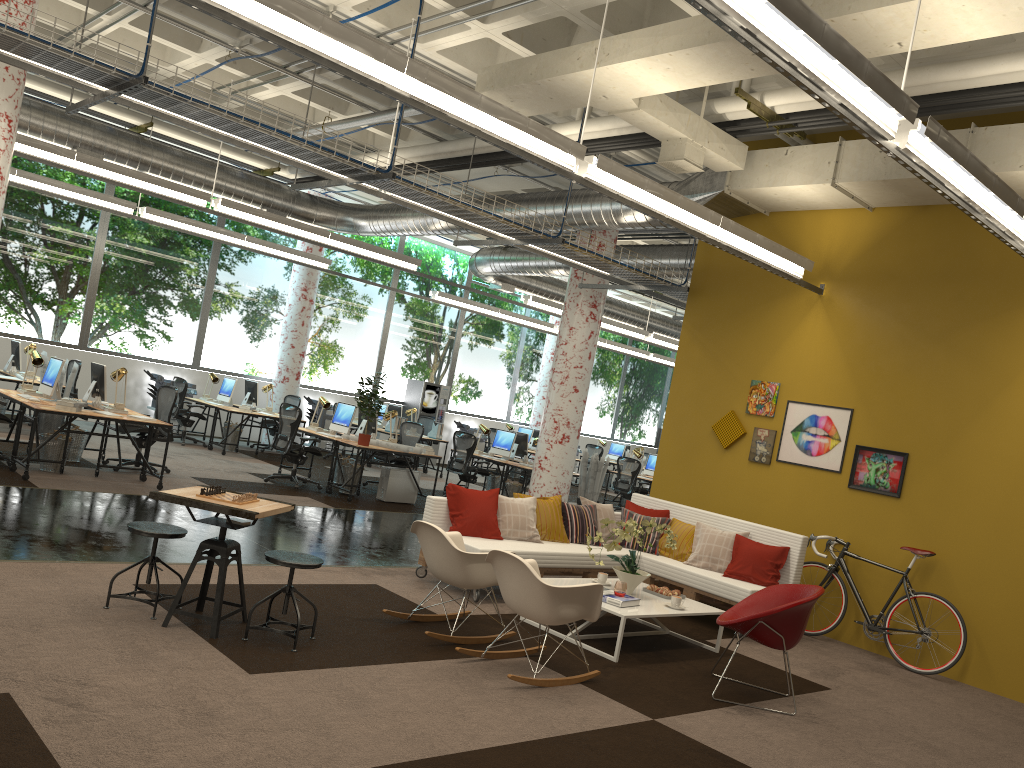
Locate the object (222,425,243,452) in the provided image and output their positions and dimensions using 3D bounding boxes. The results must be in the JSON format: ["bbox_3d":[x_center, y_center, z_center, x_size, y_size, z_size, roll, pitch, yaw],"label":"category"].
[{"bbox_3d":[-4.752,0.911,14.971,0.357,0.435,0.355,11,0,44],"label":"object"}]

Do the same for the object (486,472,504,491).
[{"bbox_3d":[-0.307,1.755,15.366,0.357,0.435,0.355,11,0,44],"label":"object"}]

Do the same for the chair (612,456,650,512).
[{"bbox_3d":[2.244,1.944,16.821,0.767,1.087,0.795,11,1,31],"label":"chair"}]

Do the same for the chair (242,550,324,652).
[{"bbox_3d":[-1.324,1.260,5.211,0.346,0.498,0.338,11,1,7],"label":"chair"}]

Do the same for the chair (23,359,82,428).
[{"bbox_3d":[-6.978,0.127,13.560,0.767,1.087,0.795,11,1,31],"label":"chair"}]

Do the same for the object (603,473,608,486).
[{"bbox_3d":[2.388,2.479,22.949,0.120,0.404,0.234,9,1,-42],"label":"object"}]

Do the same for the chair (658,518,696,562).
[{"bbox_3d":[1.646,1.534,8.599,0.518,0.382,0.368,10,0,44],"label":"chair"}]

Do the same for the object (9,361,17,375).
[{"bbox_3d":[-7.233,-0.234,12.854,0.101,0.209,0.101,11,1,2],"label":"object"}]

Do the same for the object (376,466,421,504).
[{"bbox_3d":[-1.570,1.407,12.336,0.544,0.455,0.220,11,0,-43],"label":"object"}]

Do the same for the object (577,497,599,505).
[{"bbox_3d":[1.172,2.027,14.049,0.353,0.399,0.353,11,0,2],"label":"object"}]

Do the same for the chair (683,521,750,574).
[{"bbox_3d":[1.916,1.544,8.292,0.524,0.428,0.313,10,0,26],"label":"chair"}]

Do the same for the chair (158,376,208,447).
[{"bbox_3d":[-5.430,0.450,14.765,0.767,1.087,0.795,11,1,31],"label":"chair"}]

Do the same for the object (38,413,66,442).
[{"bbox_3d":[-6.296,0.573,12.053,0.353,0.399,0.353,11,0,2],"label":"object"}]

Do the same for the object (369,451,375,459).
[{"bbox_3d":[-2.843,1.365,18.024,0.120,0.404,0.234,9,1,-42],"label":"object"}]

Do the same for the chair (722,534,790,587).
[{"bbox_3d":[2.208,1.611,7.990,0.517,0.395,0.336,10,0,25],"label":"chair"}]

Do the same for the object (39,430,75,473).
[{"bbox_3d":[-4.963,0.727,9.607,0.357,0.435,0.355,11,0,44],"label":"object"}]

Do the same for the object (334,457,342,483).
[{"bbox_3d":[-2.587,1.259,13.134,0.120,0.404,0.234,9,1,-42],"label":"object"}]

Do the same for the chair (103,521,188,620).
[{"bbox_3d":[-2.171,1.104,5.318,0.346,0.498,0.338,11,1,7],"label":"chair"}]

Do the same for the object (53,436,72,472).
[{"bbox_3d":[-4.905,0.753,9.657,0.120,0.404,0.234,9,1,-42],"label":"object"}]

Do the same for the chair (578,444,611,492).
[{"bbox_3d":[2.060,2.044,21.816,0.767,1.087,0.795,11,1,31],"label":"chair"}]

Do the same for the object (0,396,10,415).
[{"bbox_3d":[-7.775,0.301,13.370,0.357,0.435,0.355,11,0,44],"label":"object"}]

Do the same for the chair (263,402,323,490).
[{"bbox_3d":[-2.915,0.824,12.002,0.767,1.087,0.795,11,1,31],"label":"chair"}]

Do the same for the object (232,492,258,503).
[{"bbox_3d":[-1.569,0.659,5.214,0.056,0.053,0.251,11,-1,8],"label":"object"}]

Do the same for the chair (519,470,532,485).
[{"bbox_3d":[0.490,1.581,15.556,0.767,1.087,0.795,11,1,31],"label":"chair"}]

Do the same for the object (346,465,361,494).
[{"bbox_3d":[-2.179,1.312,12.258,0.120,0.404,0.234,9,1,-42],"label":"object"}]

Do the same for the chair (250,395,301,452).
[{"bbox_3d":[-4.241,0.710,16.136,0.767,1.087,0.795,11,1,31],"label":"chair"}]

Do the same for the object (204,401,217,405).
[{"bbox_3d":[-5.082,0.325,15.037,0.119,0.017,0.436,12,-2,-43],"label":"object"}]

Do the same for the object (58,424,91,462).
[{"bbox_3d":[-5.250,0.699,10.583,0.357,0.435,0.355,11,0,44],"label":"object"}]

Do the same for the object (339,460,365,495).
[{"bbox_3d":[-2.237,1.286,12.208,0.357,0.435,0.355,11,0,44],"label":"object"}]

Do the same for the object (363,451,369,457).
[{"bbox_3d":[-2.993,1.369,18.605,0.354,0.399,0.352,11,0,-23],"label":"object"}]

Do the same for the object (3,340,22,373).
[{"bbox_3d":[-7.390,-0.396,13.139,0.190,0.486,0.481,10,1,-43],"label":"object"}]

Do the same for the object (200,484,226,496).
[{"bbox_3d":[-1.766,0.623,5.240,0.056,0.053,0.250,11,-1,8],"label":"object"}]

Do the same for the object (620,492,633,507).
[{"bbox_3d":[2.423,2.382,18.535,0.353,0.399,0.353,11,0,2],"label":"object"}]

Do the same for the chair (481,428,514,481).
[{"bbox_3d":[-0.289,1.544,19.605,0.767,1.087,0.795,11,1,31],"label":"chair"}]

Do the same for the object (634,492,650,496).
[{"bbox_3d":[2.636,2.378,18.003,0.357,0.435,0.355,11,0,44],"label":"object"}]

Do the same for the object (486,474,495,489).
[{"bbox_3d":[-0.370,1.756,15.317,0.120,0.404,0.234,9,1,-42],"label":"object"}]

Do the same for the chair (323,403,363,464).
[{"bbox_3d":[-3.171,0.930,16.891,0.767,1.087,0.795,11,1,31],"label":"chair"}]

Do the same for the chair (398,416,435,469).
[{"bbox_3d":[-1.982,1.190,18.263,0.767,1.087,0.795,11,1,31],"label":"chair"}]

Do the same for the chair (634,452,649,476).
[{"bbox_3d":[3.249,2.304,23.188,0.767,1.087,0.795,11,1,31],"label":"chair"}]

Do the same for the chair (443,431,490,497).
[{"bbox_3d":[-0.699,1.321,14.184,0.767,1.087,0.795,11,1,31],"label":"chair"}]

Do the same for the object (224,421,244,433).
[{"bbox_3d":[-5.039,0.884,15.947,0.357,0.435,0.355,11,0,44],"label":"object"}]

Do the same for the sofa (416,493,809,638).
[{"bbox_3d":[0.920,1.518,7.808,2.869,0.932,2.008,12,-1,-43],"label":"sofa"}]

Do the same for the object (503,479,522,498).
[{"bbox_3d":[-0.020,1.782,14.390,0.357,0.435,0.355,11,0,44],"label":"object"}]

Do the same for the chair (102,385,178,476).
[{"bbox_3d":[-4.453,0.525,10.772,0.767,1.087,0.795,11,1,31],"label":"chair"}]

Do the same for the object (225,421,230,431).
[{"bbox_3d":[-5.102,0.884,15.897,0.120,0.404,0.234,9,1,-42],"label":"object"}]

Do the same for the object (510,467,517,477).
[{"bbox_3d":[0.039,1.979,20.737,0.120,0.404,0.234,9,1,-42],"label":"object"}]

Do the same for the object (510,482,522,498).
[{"bbox_3d":[0.038,1.808,14.441,0.120,0.404,0.234,9,1,-42],"label":"object"}]

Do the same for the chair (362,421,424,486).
[{"bbox_3d":[-1.726,1.084,13.373,0.767,1.087,0.795,11,1,31],"label":"chair"}]

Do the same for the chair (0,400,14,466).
[{"bbox_3d":[-5.642,0.265,9.401,0.767,1.087,0.795,11,1,31],"label":"chair"}]

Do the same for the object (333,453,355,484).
[{"bbox_3d":[-2.524,1.258,13.184,0.357,0.435,0.355,11,0,44],"label":"object"}]
